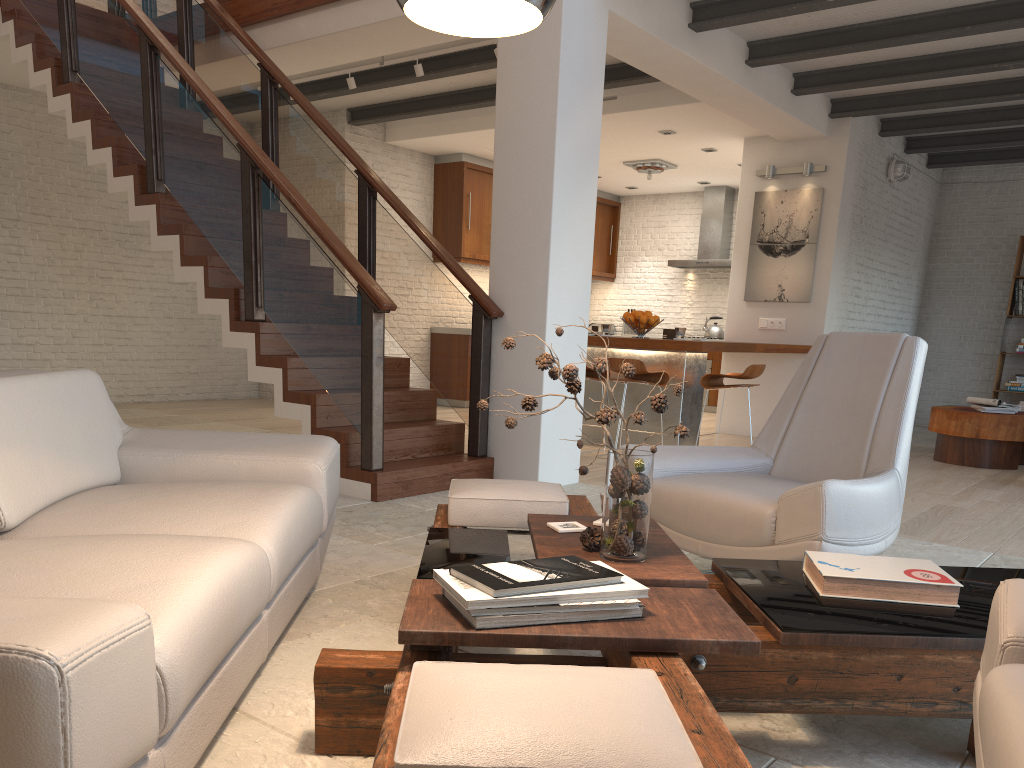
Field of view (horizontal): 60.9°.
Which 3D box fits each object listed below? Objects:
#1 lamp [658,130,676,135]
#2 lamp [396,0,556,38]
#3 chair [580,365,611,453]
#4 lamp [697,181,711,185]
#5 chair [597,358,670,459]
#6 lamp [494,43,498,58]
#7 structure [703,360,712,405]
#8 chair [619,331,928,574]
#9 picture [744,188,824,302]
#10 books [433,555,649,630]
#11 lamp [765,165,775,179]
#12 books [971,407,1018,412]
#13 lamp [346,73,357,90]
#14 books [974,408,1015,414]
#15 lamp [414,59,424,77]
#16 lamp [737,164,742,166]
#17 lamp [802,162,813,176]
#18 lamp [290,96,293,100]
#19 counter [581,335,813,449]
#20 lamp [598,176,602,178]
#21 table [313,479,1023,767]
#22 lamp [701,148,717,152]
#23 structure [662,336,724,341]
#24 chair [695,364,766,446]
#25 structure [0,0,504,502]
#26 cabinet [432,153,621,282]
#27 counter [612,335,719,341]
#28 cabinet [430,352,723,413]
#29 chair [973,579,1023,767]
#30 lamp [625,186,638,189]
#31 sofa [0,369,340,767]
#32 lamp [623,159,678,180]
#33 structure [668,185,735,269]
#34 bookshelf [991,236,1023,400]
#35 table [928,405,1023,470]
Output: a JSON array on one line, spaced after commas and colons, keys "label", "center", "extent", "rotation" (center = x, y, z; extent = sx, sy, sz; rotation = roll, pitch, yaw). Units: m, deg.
[{"label": "lamp", "center": [1.469, -2.393, 8.230], "extent": [0.122, 0.057, 0.122], "rotation": [7, 7, 38]}, {"label": "lamp", "center": [0.143, -0.267, 0.851], "extent": [0.320, 2.424, 1.965], "rotation": [-1, 10, -16]}, {"label": "chair", "center": [0.505, 0.152, 7.108], "extent": [0.398, 0.800, 0.415], "rotation": [11, 14, 37]}, {"label": "lamp", "center": [2.389, -2.518, 10.837], "extent": [0.122, 0.057, 0.122], "rotation": [7, 7, 38]}, {"label": "chair", "center": [0.928, 0.192, 6.790], "extent": [0.398, 0.800, 0.415], "rotation": [11, 14, 37]}, {"label": "lamp", "center": [-0.084, -2.291, 6.034], "extent": [0.087, 0.133, 0.057], "rotation": [2, 12, -2]}, {"label": "structure", "center": [2.416, -0.042, 11.590], "extent": [0.659, 0.596, 0.492], "rotation": [9, 11, 37]}, {"label": "chair", "center": [1.068, 0.304, 3.340], "extent": [0.965, 1.049, 1.002], "rotation": [-4, 11, -35]}, {"label": "picture", "center": [2.563, -1.303, 8.262], "extent": [0.644, 1.049, 0.020], "rotation": [10, 15, 36]}, {"label": "books", "center": [0.061, 0.430, 1.824], "extent": [0.400, 0.077, 0.243], "rotation": [1, 5, -20]}, {"label": "lamp", "center": [2.418, -1.985, 8.164], "extent": [0.079, 0.108, 0.077], "rotation": [-2, 11, -24]}, {"label": "books", "center": [4.074, 0.215, 7.366], "extent": [0.252, 0.011, 0.310], "rotation": [3, 4, 7]}, {"label": "lamp", "center": [-1.278, -2.404, 6.941], "extent": [0.059, 0.133, 0.084], "rotation": [12, 14, 39]}, {"label": "books", "center": [4.066, 0.226, 7.355], "extent": [0.251, 0.011, 0.311], "rotation": [4, 4, 17]}, {"label": "lamp", "center": [-0.693, -2.349, 6.501], "extent": [0.059, 0.133, 0.084], "rotation": [12, 14, 39]}, {"label": "lamp", "center": [2.570, -2.430, 9.603], "extent": [0.122, 0.057, 0.122], "rotation": [7, 7, 38]}, {"label": "lamp", "center": [2.697, -1.959, 7.954], "extent": [0.079, 0.108, 0.077], "rotation": [-2, 11, -24]}, {"label": "lamp", "center": [-1.848, -2.458, 7.366], "extent": [0.059, 0.133, 0.083], "rotation": [4, 11, 8]}, {"label": "counter", "center": [1.466, 0.072, 7.849], "extent": [1.661, 0.949, 2.462], "rotation": [7, 7, 38]}, {"label": "lamp", "center": [1.025, -2.576, 10.764], "extent": [0.122, 0.057, 0.122], "rotation": [7, 7, 38]}, {"label": "table", "center": [0.542, 0.641, 2.234], "extent": [1.970, 0.443, 2.143], "rotation": [3, 4, -1]}, {"label": "lamp", "center": [2.019, -2.412, 8.917], "extent": [0.122, 0.057, 0.122], "rotation": [7, 7, 38]}, {"label": "structure", "center": [2.486, -0.602, 11.512], "extent": [0.800, 0.033, 0.582], "rotation": [5, 5, 37]}, {"label": "chair", "center": [1.737, 0.226, 6.846], "extent": [0.415, 0.800, 0.397], "rotation": [11, 14, 37]}, {"label": "structure", "center": [0.008, -1.520, 5.731], "extent": [10.005, 4.270, 13.668], "rotation": [7, 6, 38]}, {"label": "cabinet", "center": [0.303, -2.027, 11.203], "extent": [0.453, 1.200, 3.297], "rotation": [12, 10, 38]}, {"label": "counter", "center": [1.447, -0.543, 10.630], "extent": [3.471, 0.072, 3.288], "rotation": [5, 5, 38]}, {"label": "cabinet", "center": [1.479, -1.103, 10.946], "extent": [4.779, 2.928, 2.194], "rotation": [3, 10, 2]}, {"label": "chair", "center": [1.175, 0.455, 1.076], "extent": [0.976, 1.031, 1.002], "rotation": [6, 9, 22]}, {"label": "lamp", "center": [1.574, -2.595, 11.449], "extent": [0.122, 0.057, 0.122], "rotation": [7, 7, 38]}, {"label": "sofa", "center": [-1.189, 0.393, 2.247], "extent": [1.144, 0.778, 2.263], "rotation": [2, 5, -2]}, {"label": "lamp", "center": [1.553, -2.391, 9.827], "extent": [0.443, 0.176, 0.444], "rotation": [7, 6, 38]}, {"label": "structure", "center": [2.594, -2.013, 11.225], "extent": [0.970, 1.025, 0.449], "rotation": [9, 13, 37]}, {"label": "bookshelf", "center": [6.147, -0.474, 9.563], "extent": [1.295, 2.274, 0.358], "rotation": [11, 15, 36]}, {"label": "table", "center": [4.314, 0.444, 7.880], "extent": [1.057, 0.460, 1.811], "rotation": [8, 7, 44]}]
